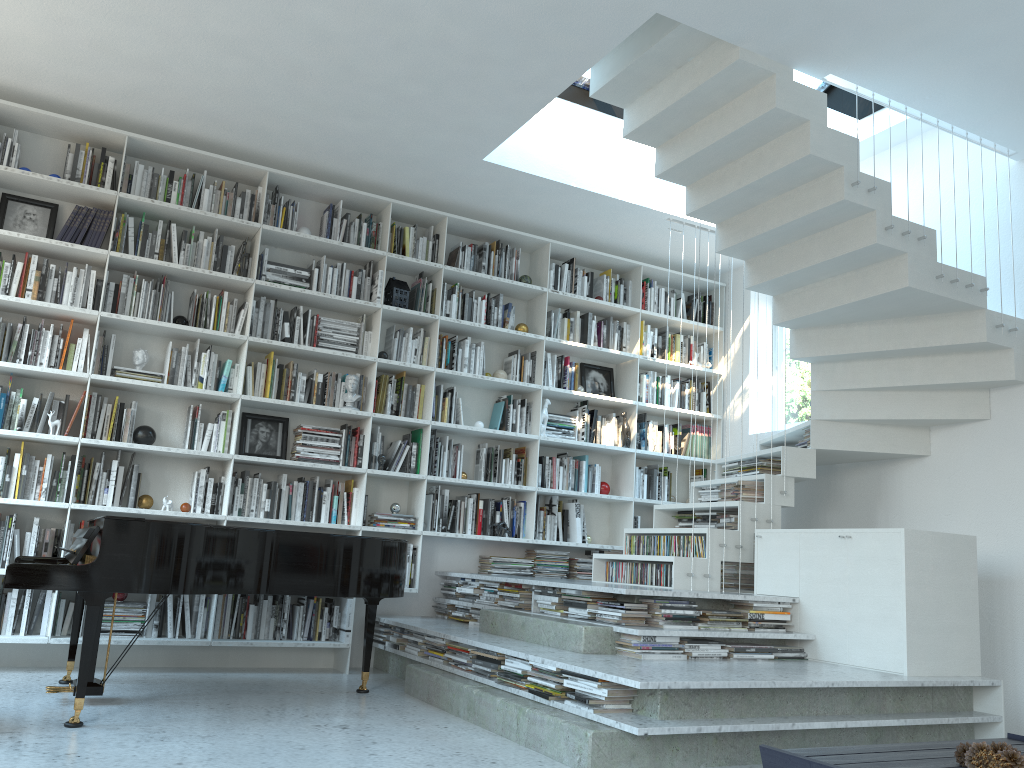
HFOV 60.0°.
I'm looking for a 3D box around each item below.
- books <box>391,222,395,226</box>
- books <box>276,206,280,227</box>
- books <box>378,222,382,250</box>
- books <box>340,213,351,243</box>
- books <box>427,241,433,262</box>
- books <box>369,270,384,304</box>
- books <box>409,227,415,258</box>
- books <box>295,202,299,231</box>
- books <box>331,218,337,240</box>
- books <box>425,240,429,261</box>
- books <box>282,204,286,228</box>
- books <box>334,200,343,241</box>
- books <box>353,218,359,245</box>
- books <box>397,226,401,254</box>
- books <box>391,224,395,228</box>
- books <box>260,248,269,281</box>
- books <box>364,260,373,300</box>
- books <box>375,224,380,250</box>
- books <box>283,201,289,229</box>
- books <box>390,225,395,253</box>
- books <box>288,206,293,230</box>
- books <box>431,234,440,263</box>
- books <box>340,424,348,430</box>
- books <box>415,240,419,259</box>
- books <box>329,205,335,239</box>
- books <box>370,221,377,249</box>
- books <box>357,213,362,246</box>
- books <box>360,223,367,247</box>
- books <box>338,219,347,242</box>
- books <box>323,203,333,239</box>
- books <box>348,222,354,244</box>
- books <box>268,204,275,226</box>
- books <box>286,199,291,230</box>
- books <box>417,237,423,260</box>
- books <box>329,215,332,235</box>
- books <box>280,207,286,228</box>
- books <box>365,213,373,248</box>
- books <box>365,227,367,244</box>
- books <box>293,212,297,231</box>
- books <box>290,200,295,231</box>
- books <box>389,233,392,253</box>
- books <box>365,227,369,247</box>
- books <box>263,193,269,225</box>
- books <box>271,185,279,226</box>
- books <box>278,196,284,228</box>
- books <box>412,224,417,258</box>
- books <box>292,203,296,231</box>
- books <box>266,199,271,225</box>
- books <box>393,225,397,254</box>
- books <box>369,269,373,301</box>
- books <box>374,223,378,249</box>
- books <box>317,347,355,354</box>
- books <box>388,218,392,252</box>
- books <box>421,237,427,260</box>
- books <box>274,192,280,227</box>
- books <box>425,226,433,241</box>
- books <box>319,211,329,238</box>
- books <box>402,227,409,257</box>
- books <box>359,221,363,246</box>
[{"bbox_3d":[-0.862,-0.984,6.238,0.007,0.278,0.150,9,-12,-27],"label":"books"},{"bbox_3d":[-1.574,-1.063,5.885,0.011,0.205,0.145,9,-12,-27],"label":"books"},{"bbox_3d":[-0.948,-0.986,6.197,0.022,0.256,0.137,9,-12,-27],"label":"books"},{"bbox_3d":[-1.157,-1.026,6.097,0.028,0.269,0.140,9,-12,-27],"label":"books"},{"bbox_3d":[-0.620,-0.903,6.348,0.022,0.193,0.182,9,-12,-27],"label":"books"},{"bbox_3d":[-0.944,-0.629,6.060,0.037,0.236,0.272,9,-12,-27],"label":"books"},{"bbox_3d":[-0.744,-0.961,6.303,0.030,0.274,0.151,9,-12,-27],"label":"books"},{"bbox_3d":[-1.458,-1.073,5.929,0.011,0.255,0.143,9,-12,-27],"label":"books"},{"bbox_3d":[-1.237,-1.010,6.051,0.031,0.208,0.147,9,-12,-27],"label":"books"},{"bbox_3d":[-0.644,-0.910,6.345,0.025,0.203,0.162,9,-12,-27],"label":"books"},{"bbox_3d":[-1.538,-1.069,5.912,0.006,0.232,0.136,9,-12,-26],"label":"books"},{"bbox_3d":[-1.205,-1.070,6.052,0.010,0.331,0.186,9,-12,-27],"label":"books"},{"bbox_3d":[-1.099,-1.004,6.108,0.023,0.236,0.154,9,-12,-27],"label":"books"},{"bbox_3d":[-0.825,-0.970,6.254,0.008,0.261,0.142,9,-12,-27],"label":"books"},{"bbox_3d":[-0.863,-0.977,6.224,0.006,0.259,0.166,9,-12,-27],"label":"books"},{"bbox_3d":[-1.627,-0.738,5.767,0.021,0.248,0.192,9,-12,-27],"label":"books"},{"bbox_3d":[-1.002,-0.672,6.110,0.012,0.333,0.156,9,-12,-27],"label":"books"},{"bbox_3d":[-0.961,-0.981,6.182,0.014,0.238,0.153,9,-12,-27],"label":"books"},{"bbox_3d":[-1.523,-1.077,5.906,0.014,0.247,0.139,9,-12,-27],"label":"books"},{"bbox_3d":[-0.863,-0.970,6.206,0.007,0.239,0.191,9,-12,-27],"label":"books"},{"bbox_3d":[-1.495,-1.061,5.907,0.016,0.219,0.144,9,-12,-27],"label":"books"},{"bbox_3d":[-0.577,-0.928,6.357,0.029,0.252,0.186,9,-12,-27],"label":"books"},{"bbox_3d":[-1.130,0.419,5.898,0.011,0.298,0.130,9,-12,-27],"label":"books"},{"bbox_3d":[-0.706,-0.913,6.292,0.022,0.179,0.173,9,-12,-27],"label":"books"},{"bbox_3d":[-1.247,-1.057,6.040,0.011,0.295,0.157,9,-12,-27],"label":"books"},{"bbox_3d":[-0.991,-0.989,6.166,0.028,0.243,0.161,9,-12,-27],"label":"books"},{"bbox_3d":[-1.077,-1.020,6.106,0.010,0.270,0.180,9,-12,-27],"label":"books"},{"bbox_3d":[-1.050,-0.983,6.106,0.023,0.202,0.193,9,-12,-27],"label":"books"},{"bbox_3d":[-1.185,-1.006,6.059,0.050,0.210,0.173,9,-12,-27],"label":"books"},{"bbox_3d":[-1.264,-1.060,6.022,0.014,0.292,0.176,9,-12,-27],"label":"books"},{"bbox_3d":[-1.123,-0.992,6.088,0.033,0.202,0.166,9,-12,-27],"label":"books"},{"bbox_3d":[-1.603,-1.067,5.848,0.026,0.194,0.166,9,-12,-27],"label":"books"},{"bbox_3d":[-1.508,-1.084,5.908,0.013,0.264,0.147,9,-12,-27],"label":"books"},{"bbox_3d":[-0.685,-0.920,6.306,0.024,0.201,0.180,9,-12,-27],"label":"books"},{"bbox_3d":[-1.261,-1.043,6.040,0.011,0.266,0.129,9,-12,-27],"label":"books"},{"bbox_3d":[-1.543,-1.056,5.884,0.023,0.195,0.172,9,-12,-27],"label":"books"},{"bbox_3d":[-1.010,-1.022,6.169,0.012,0.307,0.138,9,-12,-27],"label":"books"},{"bbox_3d":[-1.048,-0.989,6.159,0.026,0.233,0.137,9,-12,-27],"label":"books"},{"bbox_3d":[-1.472,-1.039,5.923,0.010,0.186,0.152,9,-12,-27],"label":"books"},{"bbox_3d":[-1.483,-1.077,5.913,0.005,0.254,0.168,9,-12,-27],"label":"books"},{"bbox_3d":[-0.886,-0.945,6.219,0.015,0.192,0.160,9,-12,-27],"label":"books"},{"bbox_3d":[-1.028,-0.972,6.160,0.014,0.204,0.135,9,-12,-27],"label":"books"},{"bbox_3d":[-1.641,-1.103,5.826,0.026,0.252,0.185,9,-12,-27],"label":"books"},{"bbox_3d":[-1.587,-1.133,5.882,0.014,0.340,0.145,9,-12,-27],"label":"books"},{"bbox_3d":[-1.550,-1.094,5.872,0.011,0.264,0.163,9,-12,-27],"label":"books"},{"bbox_3d":[-0.718,-0.972,6.299,0.010,0.297,0.167,9,-12,-27],"label":"books"},{"bbox_3d":[-1.485,-1.070,5.933,0.013,0.249,0.148,9,-12,-27],"label":"books"},{"bbox_3d":[-1.629,-1.085,5.851,0.023,0.227,0.157,9,-12,-27],"label":"books"},{"bbox_3d":[-0.840,-0.974,6.237,0.034,0.260,0.157,9,-12,-27],"label":"books"},{"bbox_3d":[-1.001,-0.651,6.127,0.010,0.299,0.133,9,-12,-27],"label":"books"},{"bbox_3d":[-0.978,-0.984,6.184,0.014,0.243,0.145,9,-12,-27],"label":"books"},{"bbox_3d":[-1.195,-0.206,5.938,0.254,0.012,0.161,9,-12,-24],"label":"books"},{"bbox_3d":[-0.889,-1.000,6.217,0.007,0.297,0.181,9,-12,-26],"label":"books"},{"bbox_3d":[-0.659,-0.922,6.316,0.031,0.213,0.170,9,-12,-27],"label":"books"},{"bbox_3d":[-1.575,-1.111,5.878,0.010,0.295,0.153,9,-12,-27],"label":"books"},{"bbox_3d":[-0.608,-0.964,6.384,0.012,0.329,0.128,9,-12,-27],"label":"books"},{"bbox_3d":[-1.284,-1.036,6.027,0.012,0.245,0.151,9,-12,-27],"label":"books"},{"bbox_3d":[-0.772,-0.961,6.264,0.054,0.254,0.191,9,-12,-27],"label":"books"},{"bbox_3d":[-1.073,-0.991,6.115,0.012,0.216,0.179,9,-12,-27],"label":"books"}]
